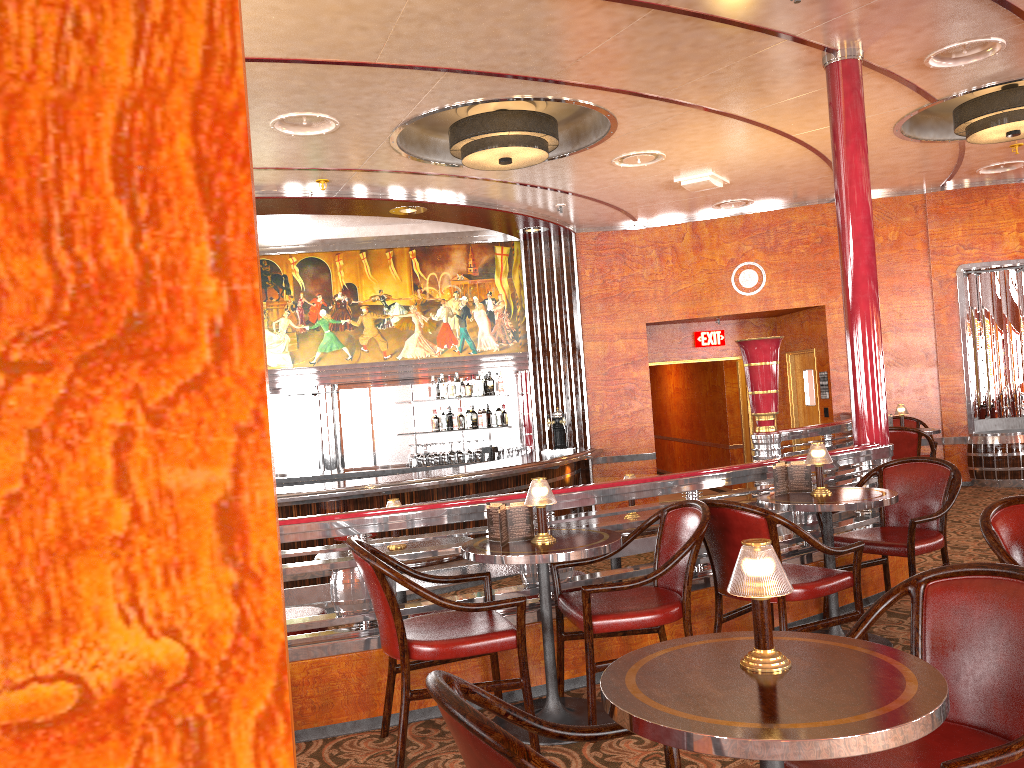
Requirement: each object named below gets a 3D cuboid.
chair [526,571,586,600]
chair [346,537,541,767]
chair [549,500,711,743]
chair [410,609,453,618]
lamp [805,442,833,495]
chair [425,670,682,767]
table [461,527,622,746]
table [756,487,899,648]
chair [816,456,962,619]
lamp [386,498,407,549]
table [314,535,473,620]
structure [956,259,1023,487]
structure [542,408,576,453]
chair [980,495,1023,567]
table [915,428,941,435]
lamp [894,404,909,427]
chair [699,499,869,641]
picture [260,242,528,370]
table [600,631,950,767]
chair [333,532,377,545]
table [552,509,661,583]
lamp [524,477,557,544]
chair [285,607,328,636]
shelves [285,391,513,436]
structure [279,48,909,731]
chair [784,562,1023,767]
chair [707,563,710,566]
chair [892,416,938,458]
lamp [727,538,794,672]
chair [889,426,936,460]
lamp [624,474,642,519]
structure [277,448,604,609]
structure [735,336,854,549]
[{"bbox_3d":[0.255,1.372,4.596,0.350,0.755,0.350,-4,0,36],"label":"chair"},{"bbox_3d":[-0.289,0.961,3.359,0.615,0.817,0.588,-4,0,-16],"label":"chair"},{"bbox_3d":[0.509,0.906,3.595,0.615,0.817,0.588,-4,0,-11],"label":"chair"},{"bbox_3d":[-0.271,1.403,4.105,0.350,0.755,0.350,-4,0,36],"label":"chair"},{"bbox_3d":[1.483,0.407,4.282,0.130,0.250,0.130,-4,0,42],"label":"lamp"},{"bbox_3d":[0.184,0.899,1.601,0.615,0.817,0.588,-4,0,-21],"label":"chair"},{"bbox_3d":[0.142,0.980,3.528,0.640,0.720,0.639,-5,-1,37],"label":"table"},{"bbox_3d":[1.523,0.890,4.233,0.639,0.720,0.640,-4,-1,-35],"label":"table"},{"bbox_3d":[1.998,0.812,4.600,0.615,0.817,0.588,-4,0,-36],"label":"chair"},{"bbox_3d":[-0.610,0.727,4.638,0.130,0.250,0.130,-4,0,15],"label":"lamp"},{"bbox_3d":[-0.563,1.330,4.611,0.849,0.960,0.849,-4,0,-3],"label":"table"},{"bbox_3d":[5.148,-0.118,9.324,0.812,2.354,0.557,-4,0,16],"label":"structure"},{"bbox_3d":[0.528,0.541,10.171,0.360,0.540,0.280,-4,0,14],"label":"structure"},{"bbox_3d":[1.901,0.792,2.859,0.587,0.817,0.615,-4,0,-21],"label":"chair"},{"bbox_3d":[3.660,0.794,8.242,0.640,0.720,0.639,-4,0,24],"label":"table"},{"bbox_3d":[3.625,0.310,8.246,0.130,0.250,0.130,-4,0,24],"label":"lamp"},{"bbox_3d":[1.109,0.865,3.801,0.615,0.817,0.588,-4,0,-36],"label":"chair"},{"bbox_3d":[-2.958,-0.817,10.252,6.254,1.322,0.001,-4,0,-6],"label":"picture"},{"bbox_3d":[0.518,0.925,1.720,0.639,0.720,0.640,-4,-1,-44],"label":"table"},{"bbox_3d":[-1.244,1.522,7.165,0.350,0.755,0.350,-4,0,36],"label":"chair"},{"bbox_3d":[0.611,1.251,5.071,0.849,0.960,0.850,-4,0,-26],"label":"table"},{"bbox_3d":[0.115,0.496,3.492,0.130,0.250,0.130,-4,0,6],"label":"lamp"},{"bbox_3d":[-1.016,1.459,4.166,0.350,0.755,0.350,-4,0,43],"label":"chair"},{"bbox_3d":[-1.309,0.319,10.440,2.594,0.568,0.339,-4,0,-6],"label":"shelves"},{"bbox_3d":[0.423,-0.074,4.287,4.351,3.605,0.549,-4,0,-31],"label":"structure"},{"bbox_3d":[0.941,0.849,1.957,0.615,0.817,0.588,-4,0,-26],"label":"chair"},{"bbox_3d":[1.225,1.306,4.949,0.350,0.755,0.350,-4,0,11],"label":"chair"},{"bbox_3d":[3.891,0.738,8.829,0.588,0.817,0.615,-4,0,14],"label":"chair"},{"bbox_3d":[0.502,0.441,1.787,0.130,0.250,0.130,-4,0,24],"label":"lamp"},{"bbox_3d":[3.370,0.759,7.718,0.588,0.817,0.615,-4,0,29],"label":"chair"},{"bbox_3d":[0.679,0.638,5.050,0.130,0.250,0.130,-4,0,6],"label":"lamp"},{"bbox_3d":[-2.627,1.501,8.639,7.809,1.047,3.208,-4,-1,-6],"label":"structure"},{"bbox_3d":[2.961,0.593,8.266,0.624,2.024,3.167,-4,-1,34],"label":"structure"}]
